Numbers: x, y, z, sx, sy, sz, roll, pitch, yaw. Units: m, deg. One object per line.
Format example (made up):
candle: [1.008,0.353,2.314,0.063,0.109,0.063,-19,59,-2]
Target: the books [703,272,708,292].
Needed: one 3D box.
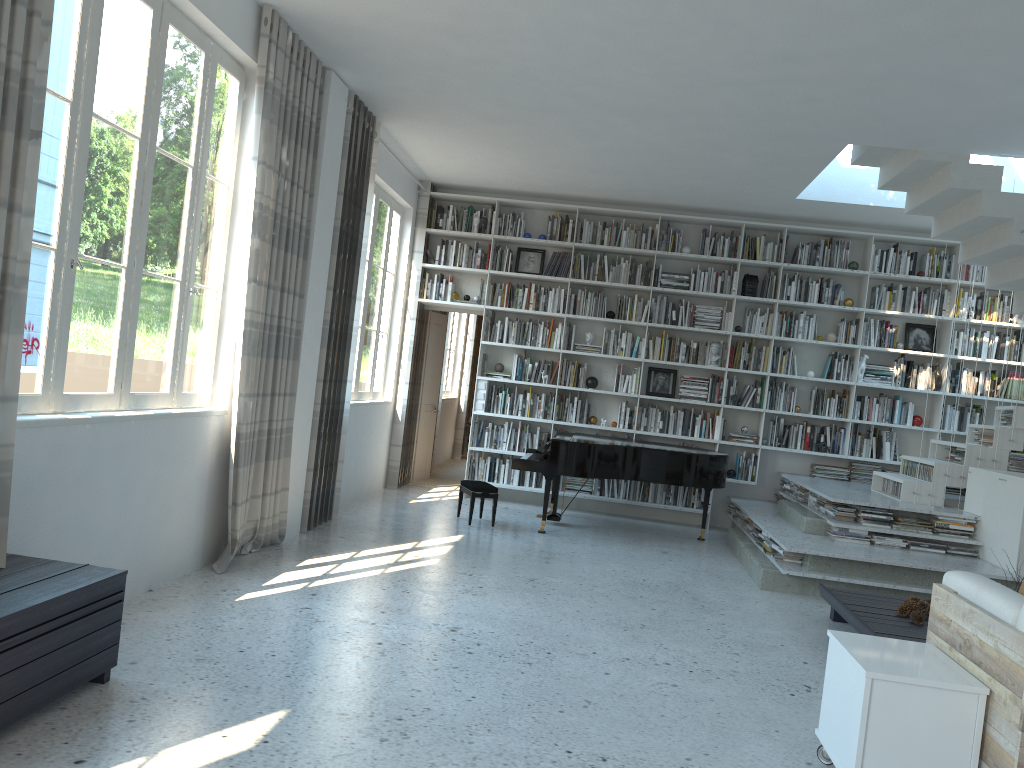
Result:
books: [1.984,-1.031,9.129,0.028,0.219,0.183,7,1,6]

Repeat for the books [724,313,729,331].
books: [2.194,-0.628,9.115,0.029,0.198,0.172,7,1,6]

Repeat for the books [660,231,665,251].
books: [1.553,-1.456,9.185,0.023,0.228,0.157,7,1,6]

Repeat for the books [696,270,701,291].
books: [1.912,-1.049,9.136,0.021,0.237,0.171,7,1,6]

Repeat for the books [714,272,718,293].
books: [2.089,-1.025,9.120,0.010,0.230,0.152,7,1,6]

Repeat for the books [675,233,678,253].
books: [1.696,-1.435,9.159,0.016,0.219,0.144,7,1,6]

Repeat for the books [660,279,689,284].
books: [1.681,-1.053,9.163,0.285,0.024,0.159,7,0,11]

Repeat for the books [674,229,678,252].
books: [1.686,-1.459,9.164,0.013,0.264,0.147,7,1,6]

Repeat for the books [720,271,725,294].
books: [2.150,-1.027,9.102,0.032,0.248,0.173,7,1,6]

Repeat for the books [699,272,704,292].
books: [1.944,-1.035,9.130,0.027,0.216,0.190,7,1,6]

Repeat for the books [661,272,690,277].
books: [1.690,-1.126,9.174,0.285,0.024,0.159,7,0,6]

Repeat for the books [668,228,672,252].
books: [1.630,-1.465,9.157,0.011,0.265,0.163,7,1,6]

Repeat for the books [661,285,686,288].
books: [1.673,-1.000,9.165,0.254,0.012,0.161,7,0,11]

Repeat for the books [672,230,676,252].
books: [1.672,-1.452,9.172,0.014,0.248,0.139,7,1,6]

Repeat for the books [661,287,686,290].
books: [1.671,-0.976,9.167,0.254,0.012,0.161,7,0,10]

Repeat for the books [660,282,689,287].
books: [1.676,-1.024,9.168,0.285,0.012,0.159,7,0,3]

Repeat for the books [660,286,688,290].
books: [1.672,-0.988,9.169,0.285,0.012,0.159,7,0,9]

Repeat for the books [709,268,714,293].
books: [2.040,-1.050,9.122,0.023,0.269,0.185,7,1,6]

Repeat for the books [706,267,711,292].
books: [2.017,-1.055,9.145,0.029,0.273,0.140,7,1,6]

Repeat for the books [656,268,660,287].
books: [1.506,-1.086,9.187,0.013,0.218,0.141,7,1,6]

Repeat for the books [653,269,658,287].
books: [1.484,-1.080,9.176,0.027,0.201,0.167,7,1,6]

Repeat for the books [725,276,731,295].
books: [2.206,-0.998,9.098,0.029,0.202,0.191,7,1,6]

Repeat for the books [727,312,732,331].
books: [2.224,-0.628,9.118,0.030,0.205,0.158,7,1,6]

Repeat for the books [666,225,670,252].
books: [1.612,-1.483,9.174,0.010,0.296,0.153,7,1,6]

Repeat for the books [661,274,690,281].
books: [1.687,-1.102,9.169,0.285,0.024,0.159,7,0,8]

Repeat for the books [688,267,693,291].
books: [1.837,-1.066,9.145,0.012,0.254,0.161,7,1,6]

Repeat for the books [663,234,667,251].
books: [1.574,-1.436,9.171,0.026,0.194,0.166,7,1,6]

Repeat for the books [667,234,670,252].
books: [1.619,-1.437,9.186,0.011,0.205,0.145,7,1,6]

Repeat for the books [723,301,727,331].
books: [2.180,-0.690,9.119,0.012,0.319,0.139,7,1,6]

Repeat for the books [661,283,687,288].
books: [1.675,-1.012,9.169,0.254,0.012,0.161,7,0,3]

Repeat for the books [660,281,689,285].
books: [1.678,-1.036,9.171,0.285,0.012,0.159,7,0,4]

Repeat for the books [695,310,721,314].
books: [2.016,-0.738,9.129,0.254,0.012,0.161,7,0,11]

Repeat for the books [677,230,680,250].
books: [1.709,-1.451,9.156,0.005,0.255,0.168,7,1,6]

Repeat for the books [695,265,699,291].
books: [1.897,-1.074,9.122,0.011,0.284,0.190,7,1,6]

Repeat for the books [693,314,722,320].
books: [2.011,-0.690,9.134,0.285,0.012,0.159,7,0,9]

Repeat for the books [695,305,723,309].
books: [2.022,-0.788,9.134,0.285,0.012,0.159,7,0,8]

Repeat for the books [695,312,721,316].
books: [2.014,-0.714,9.136,0.254,0.012,0.161,7,0,8]

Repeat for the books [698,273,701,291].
books: [1.927,-1.031,9.147,0.011,0.204,0.133,7,1,6]

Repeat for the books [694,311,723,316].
books: [2.015,-0.726,9.138,0.285,0.012,0.159,7,0,5]

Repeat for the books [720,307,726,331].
books: [2.163,-0.659,9.105,0.012,0.254,0.161,7,1,6]

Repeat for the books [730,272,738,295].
books: [2.256,-1.009,9.037,0.037,0.237,0.272,7,1,6]

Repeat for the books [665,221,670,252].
books: [1.603,-1.507,9.180,0.014,0.341,0.145,7,1,6]

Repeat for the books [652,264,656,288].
books: [1.470,-1.109,9.197,0.012,0.254,0.161,7,1,6]

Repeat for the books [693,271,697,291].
books: [1.880,-1.046,9.165,0.024,0.223,0.128,7,1,6]

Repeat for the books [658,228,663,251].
books: [1.528,-1.471,9.169,0.026,0.253,0.185,7,1,6]

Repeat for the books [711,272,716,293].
books: [2.059,-1.025,9.111,0.023,0.223,0.190,7,1,6]

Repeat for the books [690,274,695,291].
books: [1.851,-1.031,9.139,0.025,0.187,0.193,7,1,6]

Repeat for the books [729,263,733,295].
books: [2.234,-1.061,9.103,0.012,0.334,0.155,7,1,6]

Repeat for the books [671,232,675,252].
books: [1.663,-1.445,9.186,0.006,0.233,0.136,7,1,6]

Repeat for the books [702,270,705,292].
books: [1.966,-1.046,9.140,0.012,0.244,0.131,7,1,6]

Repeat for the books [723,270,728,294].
books: [2.182,-1.030,9.115,0.029,0.261,0.133,7,1,6]

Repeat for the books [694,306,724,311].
books: [2.020,-0.776,9.128,0.285,0.012,0.159,7,0,1]

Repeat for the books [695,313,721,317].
books: [2.012,-0.702,9.134,0.254,0.012,0.161,7,0,3]

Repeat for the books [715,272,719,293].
books: [2.099,-1.024,9.112,0.012,0.230,0.158,7,1,6]

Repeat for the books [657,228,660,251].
books: [1.512,-1.474,9.190,0.012,0.254,0.161,7,1,6]

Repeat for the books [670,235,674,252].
books: [1.644,-1.429,9.169,0.023,0.195,0.172,7,1,6]

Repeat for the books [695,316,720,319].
books: [2.010,-0.678,9.139,0.254,0.012,0.161,7,0,7]

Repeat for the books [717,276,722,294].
books: [2.117,-1.001,9.107,0.029,0.188,0.176,7,1,6]

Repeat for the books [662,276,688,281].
books: [1.684,-1.078,9.165,0.254,0.025,0.161,7,0,2]
